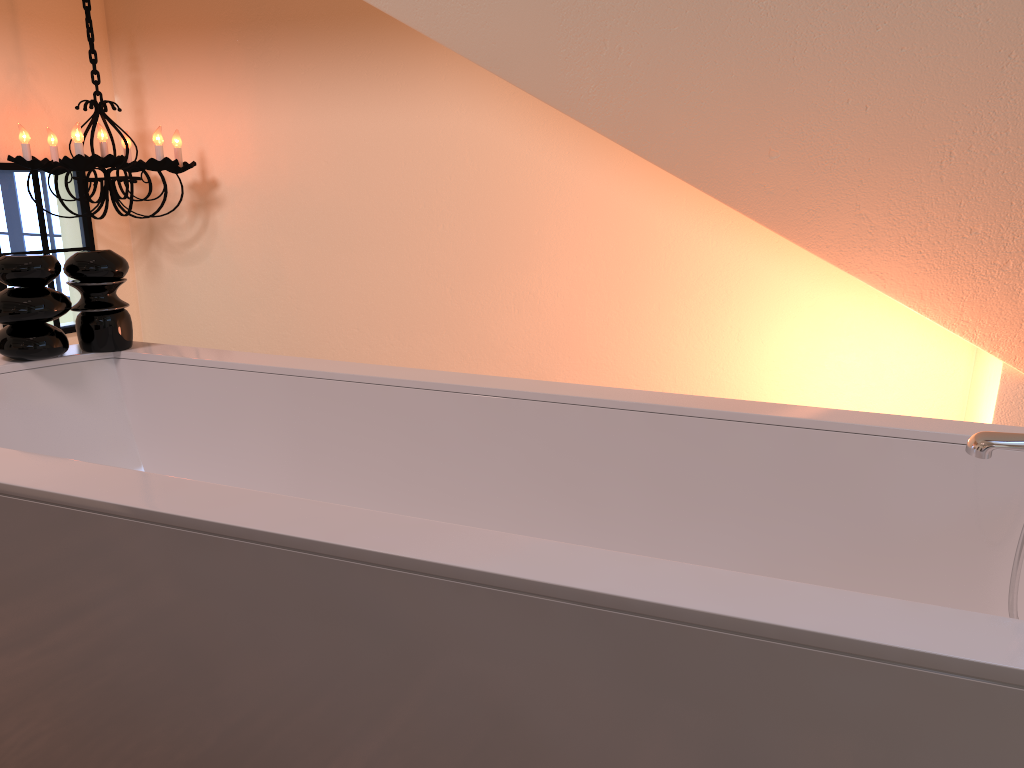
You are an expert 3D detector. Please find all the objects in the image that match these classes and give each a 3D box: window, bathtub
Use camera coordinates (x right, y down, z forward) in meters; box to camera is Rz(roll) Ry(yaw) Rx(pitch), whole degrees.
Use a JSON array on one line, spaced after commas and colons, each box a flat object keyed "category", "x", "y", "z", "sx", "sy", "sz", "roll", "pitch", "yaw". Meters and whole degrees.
[{"category": "window", "x": -1.754, "y": -0.551, "z": 3.323, "sx": 0.046, "sy": 0.709, "sz": 0.445, "roll": 7, "pitch": 17, "yaw": 21}, {"category": "bathtub", "x": -0.114, "y": 0.415, "z": 1.361, "sx": 2.212, "sy": 0.701, "sz": 0.792, "roll": 6, "pitch": 16, "yaw": 21}]

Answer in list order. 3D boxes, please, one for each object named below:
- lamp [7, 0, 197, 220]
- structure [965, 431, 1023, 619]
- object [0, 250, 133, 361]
[{"category": "lamp", "x": -1.423, "y": -1.203, "z": 3.003, "sx": 0.614, "sy": 1.137, "sz": 0.537, "roll": 11, "pitch": 18, "yaw": 31}, {"category": "structure", "x": 0.763, "y": 0.338, "z": 0.946, "sx": 0.551, "sy": 1.132, "sz": 0.381, "roll": 12, "pitch": 19, "yaw": 35}, {"category": "object", "x": -0.900, "y": -0.179, "z": 1.774, "sx": 0.275, "sy": 0.231, "sz": 0.155, "roll": -11, "pitch": 19, "yaw": -37}]
